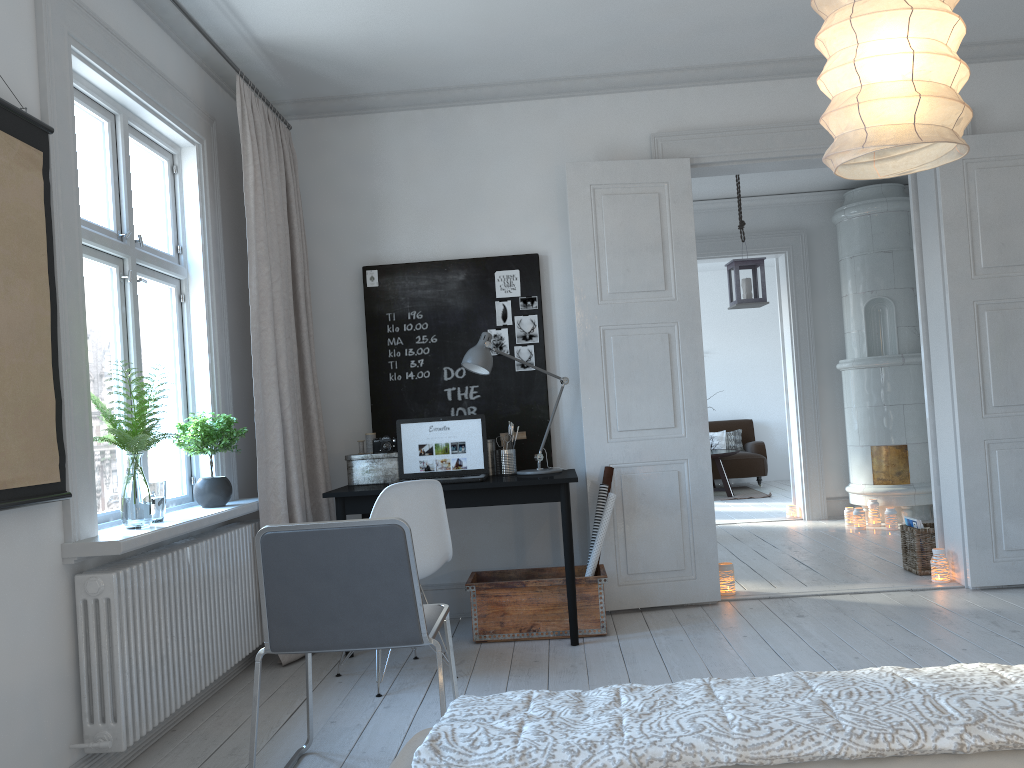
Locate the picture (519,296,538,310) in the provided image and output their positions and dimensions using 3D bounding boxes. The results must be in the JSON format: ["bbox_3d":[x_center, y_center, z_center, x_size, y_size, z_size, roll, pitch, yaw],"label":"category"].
[{"bbox_3d":[0.088,-0.432,4.712,0.095,0.071,0.001,-4,-1,3],"label":"picture"}]

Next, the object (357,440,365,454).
[{"bbox_3d":[-0.774,0.325,4.559,0.040,0.069,0.040,-4,-1,-9],"label":"object"}]

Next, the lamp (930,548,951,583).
[{"bbox_3d":[2.302,0.978,4.771,0.093,0.179,0.093,-3,-1,-14],"label":"lamp"}]

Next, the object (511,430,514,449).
[{"bbox_3d":[-0.005,0.346,4.500,0.009,0.221,0.082,-5,-2,32],"label":"object"}]

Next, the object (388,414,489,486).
[{"bbox_3d":[-0.353,0.315,4.238,0.445,0.315,0.325,-4,-2,3],"label":"object"}]

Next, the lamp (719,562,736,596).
[{"bbox_3d":[1.163,1.059,4.814,0.089,0.166,0.089,-4,-1,-5],"label":"lamp"}]

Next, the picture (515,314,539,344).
[{"bbox_3d":[0.078,-0.293,4.708,0.121,0.152,0.002,-4,-1,3],"label":"picture"}]

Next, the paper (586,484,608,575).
[{"bbox_3d":[0.400,0.836,4.367,0.266,0.668,0.043,-3,-2,-42],"label":"paper"}]

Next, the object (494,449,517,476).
[{"bbox_3d":[-0.031,0.397,4.495,0.108,0.128,0.108,-4,-2,18],"label":"object"}]

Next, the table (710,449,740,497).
[{"bbox_3d":[2.012,1.062,10.374,1.299,0.503,1.300,-4,-2,-7],"label":"table"}]

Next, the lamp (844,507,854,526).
[{"bbox_3d":[2.717,1.066,7.130,0.084,0.146,0.084,-4,-1,7],"label":"lamp"}]

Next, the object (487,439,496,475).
[{"bbox_3d":[-0.118,0.381,4.572,0.079,0.188,0.079,-3,-1,-18],"label":"object"}]

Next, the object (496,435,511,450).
[{"bbox_3d":[-0.044,0.358,4.508,0.081,0.198,0.050,-4,-1,28],"label":"object"}]

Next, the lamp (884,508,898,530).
[{"bbox_3d":[2.898,1.031,6.776,0.089,0.166,0.089,-4,-1,2],"label":"lamp"}]

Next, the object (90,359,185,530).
[{"bbox_3d":[-1.313,0.211,3.023,0.414,0.564,0.305,-5,-2,37],"label":"object"}]

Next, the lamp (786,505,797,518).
[{"bbox_3d":[2.450,1.119,7.771,0.093,0.110,0.093,-4,-2,20],"label":"lamp"}]

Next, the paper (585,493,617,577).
[{"bbox_3d":[0.399,0.851,4.308,0.283,0.626,0.041,-3,-1,-19],"label":"paper"}]

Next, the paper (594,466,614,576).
[{"bbox_3d":[0.428,0.794,4.437,0.297,0.746,0.048,-3,-2,-42],"label":"paper"}]

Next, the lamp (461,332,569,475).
[{"bbox_3d":[0.033,0.097,4.431,0.616,0.715,0.230,-3,-2,-26],"label":"lamp"}]

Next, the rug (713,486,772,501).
[{"bbox_3d":[2.029,1.287,10.396,1.710,0.055,1.457,-4,-2,3],"label":"rug"}]

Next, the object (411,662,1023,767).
[{"bbox_3d":[0.597,0.491,1.343,1.460,0.104,0.405,-4,-2,3],"label":"object"}]

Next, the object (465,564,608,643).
[{"bbox_3d":[0.129,1.059,4.287,0.665,0.282,0.339,-4,-2,3],"label":"object"}]

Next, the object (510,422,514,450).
[{"bbox_3d":[-0.009,0.325,4.511,0.062,0.264,0.012,-3,-2,-45],"label":"object"}]

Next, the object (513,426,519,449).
[{"bbox_3d":[0.006,0.336,4.495,0.084,0.240,0.009,-3,-1,-20],"label":"object"}]

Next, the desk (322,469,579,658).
[{"bbox_3d":[-0.242,0.847,4.309,1.159,0.758,0.651,-4,-2,3],"label":"desk"}]

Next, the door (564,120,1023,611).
[{"bbox_3d":[1.652,-0.133,4.799,2.599,2.504,0.578,-4,-1,3],"label":"door"}]

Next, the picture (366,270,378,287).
[{"bbox_3d":[-0.750,-0.566,4.755,0.061,0.088,0.004,-4,-1,-1],"label":"picture"}]

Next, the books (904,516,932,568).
[{"bbox_3d":[2.417,0.918,5.133,0.201,0.300,0.179,-4,-1,3],"label":"books"}]

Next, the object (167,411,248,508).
[{"bbox_3d":[-1.279,0.316,3.741,0.309,0.407,0.272,-3,-2,-37],"label":"object"}]

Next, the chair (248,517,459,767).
[{"bbox_3d":[-0.447,0.775,2.628,0.562,0.797,0.525,-4,-2,3],"label":"chair"}]

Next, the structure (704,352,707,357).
[{"bbox_3d":[2.038,-0.408,11.654,1.025,0.478,0.085,-4,-1,3],"label":"structure"}]

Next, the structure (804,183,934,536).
[{"bbox_3d":[2.945,-0.203,7.214,1.247,2.826,0.801,-3,-2,-42],"label":"structure"}]

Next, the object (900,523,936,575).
[{"bbox_3d":[2.432,0.950,5.131,0.270,0.265,0.224,-4,-2,3],"label":"object"}]

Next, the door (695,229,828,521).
[{"bbox_3d":[1.798,-0.025,7.810,2.599,2.504,0.578,-4,-1,3],"label":"door"}]

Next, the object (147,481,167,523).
[{"bbox_3d":[-1.296,0.427,3.203,0.097,0.146,0.097,-4,-2,8],"label":"object"}]

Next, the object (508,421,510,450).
[{"bbox_3d":[-0.014,0.322,4.511,0.008,0.267,0.060,-4,-1,19],"label":"object"}]

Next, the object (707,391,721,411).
[{"bbox_3d":[2.066,0.274,10.323,0.845,1.065,0.526,-3,-2,-26],"label":"object"}]

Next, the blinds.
[{"bbox_3d":[-1.040,-0.049,4.300,0.225,2.646,0.831,-4,-1,3],"label":"blinds"}]

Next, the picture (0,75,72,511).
[{"bbox_3d":[-1.408,-0.319,2.303,0.057,1.312,0.793,-4,-1,3],"label":"picture"}]

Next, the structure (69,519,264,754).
[{"bbox_3d":[-1.257,0.879,3.406,0.195,0.547,1.506,-4,-2,3],"label":"structure"}]

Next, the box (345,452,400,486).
[{"bbox_3d":[-0.680,0.427,4.510,0.317,0.152,0.193,-4,-2,3],"label":"box"}]

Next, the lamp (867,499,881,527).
[{"bbox_3d":[2.867,1.021,7.025,0.098,0.210,0.098,-4,-1,7],"label":"lamp"}]

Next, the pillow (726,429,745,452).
[{"bbox_3d":[2.672,0.727,11.244,0.542,0.287,0.183,-4,-1,4],"label":"pillow"}]

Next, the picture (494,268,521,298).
[{"bbox_3d":[-0.021,-0.539,4.718,0.147,0.154,0.004,-4,-1,3],"label":"picture"}]

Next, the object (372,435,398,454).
[{"bbox_3d":[-0.632,0.301,4.419,0.137,0.087,0.073,-4,-2,3],"label":"object"}]

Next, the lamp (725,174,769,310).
[{"bbox_3d":[1.581,-1.415,6.172,0.228,1.761,0.228,-4,-1,-1],"label":"lamp"}]

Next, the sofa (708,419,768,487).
[{"bbox_3d":[2.046,0.918,11.166,2.165,0.824,0.969,-4,-2,3],"label":"sofa"}]

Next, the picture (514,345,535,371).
[{"bbox_3d":[0.067,-0.139,4.706,0.103,0.136,0.001,-4,-1,3],"label":"picture"}]

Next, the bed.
[{"bbox_3d":[0.550,0.499,0.500,1.888,1.046,2.177,-4,-2,3],"label":"bed"}]

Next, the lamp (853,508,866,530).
[{"bbox_3d":[2.704,1.049,6.899,0.089,0.166,0.089,-4,-1,4],"label":"lamp"}]

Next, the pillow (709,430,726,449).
[{"bbox_3d":[2.465,0.724,11.142,0.471,0.309,0.188,-4,-1,3],"label":"pillow"}]

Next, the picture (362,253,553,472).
[{"bbox_3d":[-0.293,-0.080,4.753,0.953,1.172,0.064,-4,-1,3],"label":"picture"}]

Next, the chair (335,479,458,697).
[{"bbox_3d":[-0.494,0.805,3.681,0.474,0.824,0.554,-3,-2,-32],"label":"chair"}]

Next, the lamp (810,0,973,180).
[{"bbox_3d":[0.888,-1.141,2.151,0.339,1.230,0.340,-5,-2,34],"label":"lamp"}]

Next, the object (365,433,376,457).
[{"bbox_3d":[-0.723,0.315,4.490,0.056,0.130,0.167,-4,-2,1],"label":"object"}]

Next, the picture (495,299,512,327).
[{"bbox_3d":[-0.044,-0.377,4.717,0.083,0.146,0.002,-4,-1,3],"label":"picture"}]

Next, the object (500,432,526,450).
[{"bbox_3d":[0.015,0.352,4.548,0.138,0.208,0.034,-3,-1,-17],"label":"object"}]

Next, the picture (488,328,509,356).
[{"bbox_3d":[-0.072,-0.223,4.714,0.107,0.150,0.001,-4,-1,3],"label":"picture"}]
